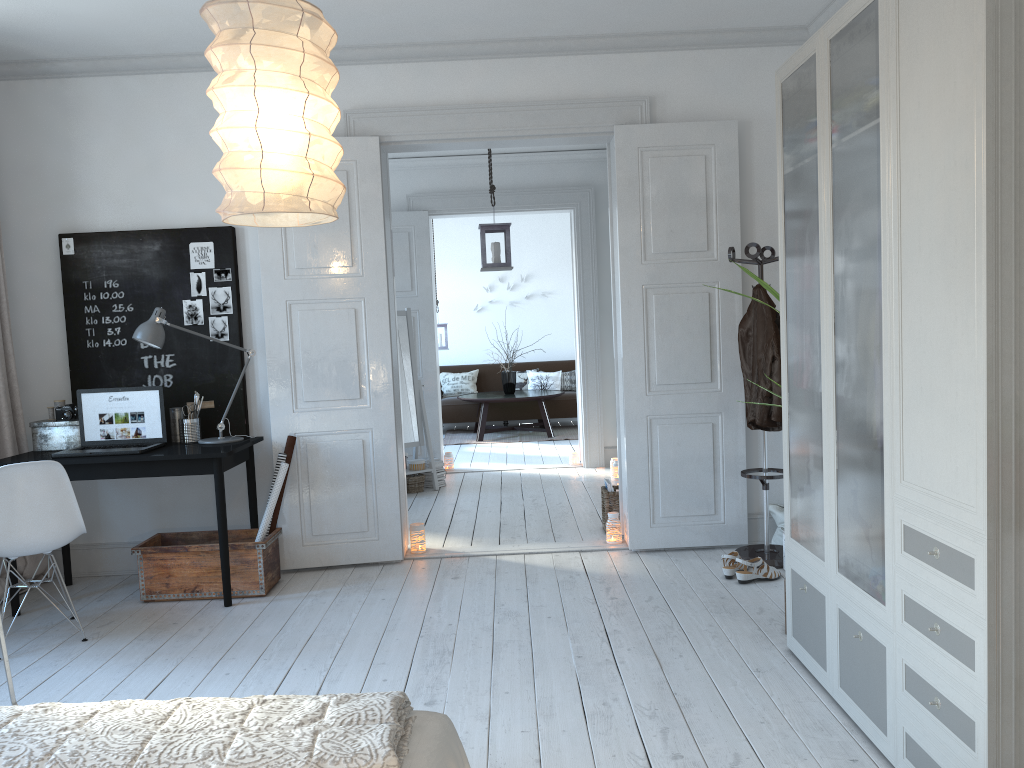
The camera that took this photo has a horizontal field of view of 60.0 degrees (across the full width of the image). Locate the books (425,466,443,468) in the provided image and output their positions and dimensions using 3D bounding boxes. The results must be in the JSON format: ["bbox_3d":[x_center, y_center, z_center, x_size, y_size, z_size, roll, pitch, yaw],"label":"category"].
[{"bbox_3d":[-0.671,0.687,7.402,0.128,0.016,0.180,-5,4,-29],"label":"books"}]

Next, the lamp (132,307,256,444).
[{"bbox_3d":[-1.634,-0.044,4.618,0.616,0.717,0.230,-5,5,-29],"label":"lamp"}]

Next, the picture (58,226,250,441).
[{"bbox_3d":[-1.973,-0.258,4.902,0.953,1.174,0.063,-3,5,0],"label":"picture"}]

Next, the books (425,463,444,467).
[{"bbox_3d":[-0.664,0.666,7.394,0.128,0.026,0.200,-5,4,-29],"label":"books"}]

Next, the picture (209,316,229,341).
[{"bbox_3d":[-1.610,-0.306,4.870,0.103,0.136,0.001,-3,5,0],"label":"picture"}]

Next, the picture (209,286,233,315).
[{"bbox_3d":[-1.596,-0.459,4.858,0.121,0.153,0.002,-3,5,0],"label":"picture"}]

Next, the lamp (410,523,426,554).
[{"bbox_3d":[-0.548,0.896,5.155,0.089,0.166,0.089,-3,4,-8],"label":"lamp"}]

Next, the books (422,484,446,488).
[{"bbox_3d":[-0.660,0.846,7.419,0.178,0.016,0.128,0,4,38],"label":"books"}]

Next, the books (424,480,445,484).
[{"bbox_3d":[-0.666,0.813,7.412,0.180,0.016,0.128,1,5,45],"label":"books"}]

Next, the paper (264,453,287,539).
[{"bbox_3d":[-1.280,0.705,4.647,0.043,0.670,0.266,2,6,45],"label":"paper"}]

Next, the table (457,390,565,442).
[{"bbox_3d":[-0.003,0.370,10.719,1.299,0.504,1.298,-3,4,-10],"label":"table"}]

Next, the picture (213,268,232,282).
[{"bbox_3d":[-1.583,-0.598,4.848,0.095,0.071,0.001,-3,5,0],"label":"picture"}]

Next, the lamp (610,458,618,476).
[{"bbox_3d":[0.878,0.704,7.541,0.084,0.146,0.084,-2,4,4],"label":"lamp"}]

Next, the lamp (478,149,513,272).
[{"bbox_3d":[-0.150,-1.695,6.286,0.228,1.764,0.228,-3,5,-3],"label":"lamp"}]

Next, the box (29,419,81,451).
[{"bbox_3d":[-2.357,0.265,4.688,0.317,0.152,0.192,-3,4,0],"label":"box"}]

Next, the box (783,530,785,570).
[{"bbox_3d":[1.548,0.846,4.187,0.376,0.219,0.640,-3,4,0],"label":"box"}]

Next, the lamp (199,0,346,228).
[{"bbox_3d":[-0.630,-1.040,2.284,0.338,1.233,0.340,0,5,31],"label":"lamp"}]

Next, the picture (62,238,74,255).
[{"bbox_3d":[-2.419,-0.750,4.831,0.061,0.088,0.004,-3,5,-3],"label":"picture"}]

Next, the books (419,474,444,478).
[{"bbox_3d":[-0.676,0.765,7.411,0.167,0.022,0.128,0,4,34],"label":"books"}]

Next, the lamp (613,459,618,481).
[{"bbox_3d":[0.878,0.709,7.309,0.089,0.166,0.089,-3,4,1],"label":"lamp"}]

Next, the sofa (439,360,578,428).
[{"bbox_3d":[-0.009,0.150,11.491,2.165,0.826,0.967,-3,4,0],"label":"sofa"}]

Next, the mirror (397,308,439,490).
[{"bbox_3d":[-0.970,0.134,7.173,0.610,1.491,0.417,-6,5,-35],"label":"mirror"}]

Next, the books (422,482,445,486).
[{"bbox_3d":[-0.665,0.829,7.416,0.176,0.016,0.128,0,5,41],"label":"books"}]

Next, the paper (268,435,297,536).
[{"bbox_3d":[-1.256,0.657,4.713,0.048,0.748,0.297,2,6,45],"label":"paper"}]

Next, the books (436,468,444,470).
[{"bbox_3d":[-0.670,0.704,7.406,0.128,0.016,0.176,-5,4,-34],"label":"books"}]

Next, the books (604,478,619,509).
[{"bbox_3d":[0.690,0.747,5.528,0.201,0.300,0.179,-3,4,0],"label":"books"}]

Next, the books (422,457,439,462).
[{"bbox_3d":[-0.681,0.629,7.407,0.111,0.014,0.156,-4,4,-21],"label":"books"}]

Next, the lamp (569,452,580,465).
[{"bbox_3d":[0.575,0.689,8.167,0.093,0.110,0.093,-1,4,17],"label":"lamp"}]

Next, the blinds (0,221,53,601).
[{"bbox_3d":[-2.695,-0.196,4.413,0.225,2.651,0.830,-3,4,0],"label":"blinds"}]

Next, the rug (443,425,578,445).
[{"bbox_3d":[0.009,0.593,10.763,1.710,0.055,1.454,-3,4,0],"label":"rug"}]

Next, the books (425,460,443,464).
[{"bbox_3d":[-0.671,0.645,7.396,0.132,0.017,0.186,-4,4,-27],"label":"books"}]

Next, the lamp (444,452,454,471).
[{"bbox_3d":[-0.581,0.712,8.172,0.089,0.166,0.089,-3,4,-1],"label":"lamp"}]

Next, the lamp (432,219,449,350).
[{"bbox_3d":[-0.911,-1.286,10.612,0.228,1.764,0.228,-3,5,-3],"label":"lamp"}]

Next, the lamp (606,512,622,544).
[{"bbox_3d":[0.593,0.840,5.169,0.093,0.180,0.092,-4,5,-17],"label":"lamp"}]

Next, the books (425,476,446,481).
[{"bbox_3d":[-0.666,0.784,7.409,0.187,0.017,0.132,0,4,37],"label":"books"}]

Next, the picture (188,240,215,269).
[{"bbox_3d":[-1.690,-0.707,4.838,0.147,0.154,0.004,-3,5,0],"label":"picture"}]

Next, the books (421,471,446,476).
[{"bbox_3d":[-0.664,0.741,7.402,0.193,0.022,0.128,0,4,32],"label":"books"}]

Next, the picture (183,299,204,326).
[{"bbox_3d":[-1.747,-0.392,4.862,0.107,0.150,0.001,-3,5,0],"label":"picture"}]

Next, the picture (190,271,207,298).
[{"bbox_3d":[-1.716,-0.546,4.851,0.083,0.146,0.002,-3,5,0],"label":"picture"}]

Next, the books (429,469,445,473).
[{"bbox_3d":[-0.665,0.720,7.409,0.178,0.016,0.128,1,5,43],"label":"books"}]
